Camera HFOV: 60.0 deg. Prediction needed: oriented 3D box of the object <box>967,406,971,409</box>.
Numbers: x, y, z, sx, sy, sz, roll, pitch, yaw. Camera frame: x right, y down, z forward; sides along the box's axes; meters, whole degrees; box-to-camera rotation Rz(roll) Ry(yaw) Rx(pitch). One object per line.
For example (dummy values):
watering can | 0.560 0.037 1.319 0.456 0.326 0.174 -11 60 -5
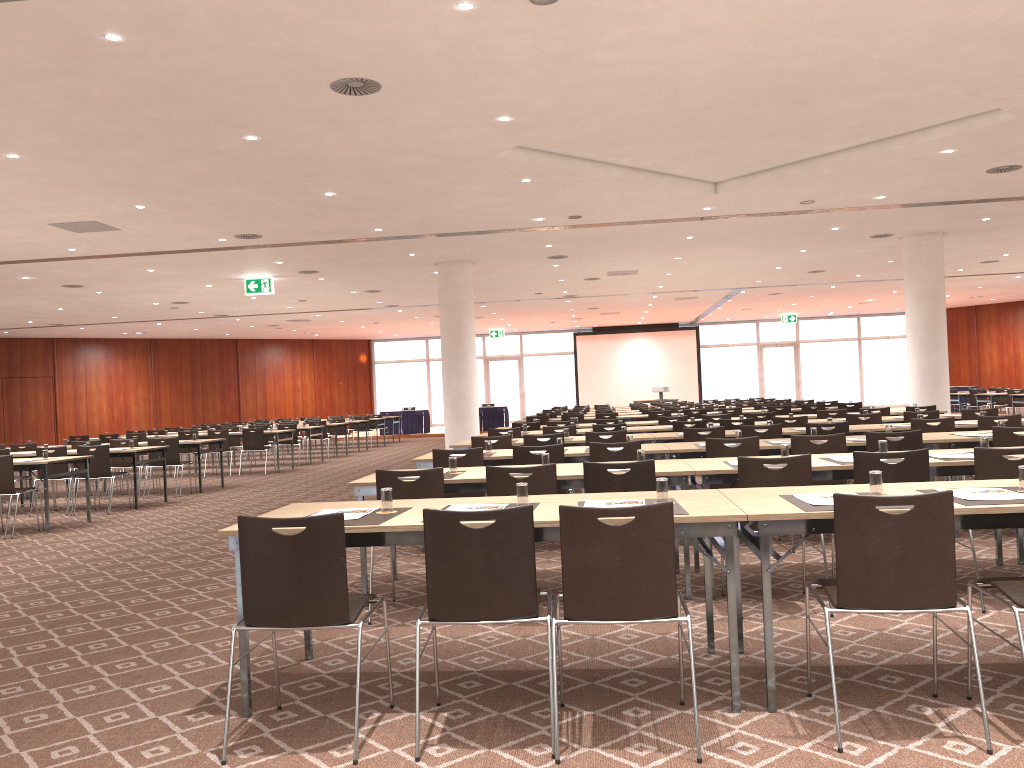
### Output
object | 5.995 0.343 11.626 0.054 0.114 0.054 -3 0 39

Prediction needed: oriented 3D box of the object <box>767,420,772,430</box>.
object | 2.883 0.463 9.926 0.054 0.114 0.054 -3 0 -6

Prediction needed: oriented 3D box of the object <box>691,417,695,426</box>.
object | 2.445 0.507 11.988 0.054 0.114 0.054 -3 0 39

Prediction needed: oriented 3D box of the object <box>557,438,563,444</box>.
object | 0.440 0.553 8.163 0.054 0.114 0.054 -2 0 -28

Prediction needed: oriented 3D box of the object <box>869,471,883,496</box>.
object | 1.647 0.451 4.014 0.054 0.114 0.054 -2 0 -28

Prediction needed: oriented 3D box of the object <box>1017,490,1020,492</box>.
object | 2.313 0.478 3.959 0.102 0.001 0.102 -2 -1 -28

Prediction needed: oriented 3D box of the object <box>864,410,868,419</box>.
object | 4.694 0.403 11.760 0.054 0.114 0.054 -2 0 -28

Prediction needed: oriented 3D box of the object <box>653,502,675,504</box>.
object | 0.707 0.552 4.110 0.102 0.001 0.102 -2 -1 -28

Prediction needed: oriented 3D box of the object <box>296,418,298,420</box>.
object | -6.418 1.072 26.428 0.054 0.114 0.054 -2 0 -28

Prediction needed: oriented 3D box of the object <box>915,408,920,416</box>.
object | 5.343 0.373 11.690 0.054 0.114 0.054 -2 0 -28

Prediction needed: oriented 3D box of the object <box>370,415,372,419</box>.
object | -4.159 0.967 26.199 0.054 0.114 0.054 -3 0 -6

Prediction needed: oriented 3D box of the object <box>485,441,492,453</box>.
object | -0.217 0.584 8.235 0.054 0.114 0.054 -3 0 39

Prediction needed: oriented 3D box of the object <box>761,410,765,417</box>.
object | 3.924 0.461 13.842 0.054 0.114 0.054 -3 0 -6

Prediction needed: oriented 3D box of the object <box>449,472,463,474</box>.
object | -0.394 0.626 6.229 0.102 0.001 0.102 -3 -1 -6

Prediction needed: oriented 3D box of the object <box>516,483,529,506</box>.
object | 0.050 0.525 4.188 0.054 0.114 0.054 -3 0 39

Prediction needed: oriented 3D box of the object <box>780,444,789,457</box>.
object | 1.848 0.465 6.004 0.054 0.114 0.054 -3 0 -6

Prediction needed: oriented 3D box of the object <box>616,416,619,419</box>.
object | 1.678 0.565 14.075 0.054 0.114 0.054 -3 0 39

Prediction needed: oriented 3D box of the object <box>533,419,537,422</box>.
object | 0.370 0.625 14.191 0.054 0.114 0.054 -3 0 -6

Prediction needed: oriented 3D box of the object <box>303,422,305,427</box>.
object | -4.739 0.925 20.221 0.054 0.114 0.054 -2 0 -28

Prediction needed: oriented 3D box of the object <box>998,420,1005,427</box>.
object | 4.297 0.375 7.786 0.054 0.114 0.054 -3 0 17

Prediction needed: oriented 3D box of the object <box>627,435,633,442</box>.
object | 1.079 0.524 8.097 0.054 0.114 0.054 -2 0 -28

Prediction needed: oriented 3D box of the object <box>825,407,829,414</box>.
object | 4.890 0.417 13.751 0.054 0.114 0.054 -3 0 17

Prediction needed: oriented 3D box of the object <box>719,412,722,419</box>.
object | 3.272 0.492 13.909 0.054 0.114 0.054 -3 0 -6

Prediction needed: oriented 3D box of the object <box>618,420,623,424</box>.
object | 1.479 0.551 12.071 0.054 0.114 0.054 -3 0 17

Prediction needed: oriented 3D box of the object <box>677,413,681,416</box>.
object | 2.638 0.521 13.977 0.054 0.114 0.054 -3 0 -6

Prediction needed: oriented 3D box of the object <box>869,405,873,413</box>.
object | 5.543 0.387 13.695 0.054 0.114 0.054 -3 0 39

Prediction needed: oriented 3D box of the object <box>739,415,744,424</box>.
object | 3.086 0.477 11.921 0.054 0.114 0.054 -3 0 39

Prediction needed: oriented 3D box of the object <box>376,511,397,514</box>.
object | -0.598 0.612 4.234 0.102 0.001 0.102 -2 -1 -28

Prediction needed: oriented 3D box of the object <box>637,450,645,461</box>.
object | 0.889 0.509 6.101 0.054 0.114 0.054 -3 0 39

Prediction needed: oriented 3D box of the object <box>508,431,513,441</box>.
object | -0.018 0.597 10.223 0.054 0.114 0.054 -3 0 -6

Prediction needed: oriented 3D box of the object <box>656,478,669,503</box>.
object | 0.699 0.495 4.124 0.054 0.114 0.054 -2 0 -28

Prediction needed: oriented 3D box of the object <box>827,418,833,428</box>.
object | 3.535 0.433 9.859 0.054 0.114 0.054 -3 0 39

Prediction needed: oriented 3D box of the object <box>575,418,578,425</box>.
object | 1.028 0.595 14.132 0.054 0.114 0.054 -3 0 17

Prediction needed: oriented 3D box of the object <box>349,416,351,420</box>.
object | -4.804 0.997 26.261 0.054 0.114 0.054 -3 0 -6

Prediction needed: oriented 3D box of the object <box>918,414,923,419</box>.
object | 4.504 0.389 9.777 0.054 0.114 0.054 -2 0 -28

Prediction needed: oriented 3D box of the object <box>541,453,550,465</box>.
object | 0.234 0.540 6.179 0.054 0.114 0.054 -3 0 17

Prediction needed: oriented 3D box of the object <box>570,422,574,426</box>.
object | 0.827 0.581 12.147 0.054 0.114 0.054 -3 0 17

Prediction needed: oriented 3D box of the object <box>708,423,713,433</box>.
object | 2.242 0.493 9.997 0.054 0.114 0.054 -3 0 -6

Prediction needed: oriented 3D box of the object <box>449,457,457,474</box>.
object | -0.415 0.570 6.229 0.054 0.114 0.054 -3 0 -6

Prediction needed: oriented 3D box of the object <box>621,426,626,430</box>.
object | 1.271 0.538 10.087 0.054 0.114 0.054 -2 0 -28

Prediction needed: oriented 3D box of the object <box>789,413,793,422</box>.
object | 3.732 0.447 11.853 0.054 0.114 0.054 -3 0 39

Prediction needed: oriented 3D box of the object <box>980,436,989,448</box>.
object | 3.139 0.406 5.891 0.054 0.114 0.054 -3 0 -6

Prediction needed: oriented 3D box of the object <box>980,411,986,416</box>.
object | 5.152 0.359 9.699 0.054 0.114 0.054 -2 0 -28

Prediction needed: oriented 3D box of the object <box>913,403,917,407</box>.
object | 6.193 0.357 13.627 0.054 0.114 0.054 -3 0 -6

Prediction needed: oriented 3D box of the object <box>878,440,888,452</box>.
object | 2.493 0.435 5.959 0.054 0.114 0.054 -3 0 -6

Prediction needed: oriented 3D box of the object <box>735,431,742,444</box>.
object | 2.045 0.479 7.993 0.054 0.114 0.054 -3 0 39

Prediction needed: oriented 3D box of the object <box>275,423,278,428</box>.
object | -5.387 0.955 20.300 0.054 0.114 0.054 -2 0 -28

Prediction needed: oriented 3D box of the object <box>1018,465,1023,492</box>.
object | 2.291 0.422 3.953 0.054 0.114 0.054 -2 0 -28

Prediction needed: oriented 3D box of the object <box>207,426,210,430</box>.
object | -7.001 1.029 20.454 0.054 0.114 0.054 -3 0 39

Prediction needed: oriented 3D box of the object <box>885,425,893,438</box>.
object | 3.344 0.419 7.866 0.054 0.114 0.054 -3 0 39

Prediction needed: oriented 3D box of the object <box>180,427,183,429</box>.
object | -7.647 1.059 20.520 0.054 0.114 0.054 -3 0 39

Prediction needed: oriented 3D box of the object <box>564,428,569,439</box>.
object | 0.622 0.568 10.159 0.054 0.114 0.054 -3 0 -6

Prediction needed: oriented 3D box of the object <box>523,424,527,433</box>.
object | 0.179 0.611 12.215 0.054 0.114 0.054 -3 0 39

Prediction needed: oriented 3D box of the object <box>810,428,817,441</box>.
object | 2.700 0.449 7.934 0.054 0.114 0.054 -3 0 39

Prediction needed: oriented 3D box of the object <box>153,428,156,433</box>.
object | -8.303 1.089 20.581 0.054 0.114 0.054 -3 0 39

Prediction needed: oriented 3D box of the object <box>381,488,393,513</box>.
object | -0.597 0.555 4.236 0.054 0.114 0.054 -2 0 -28
